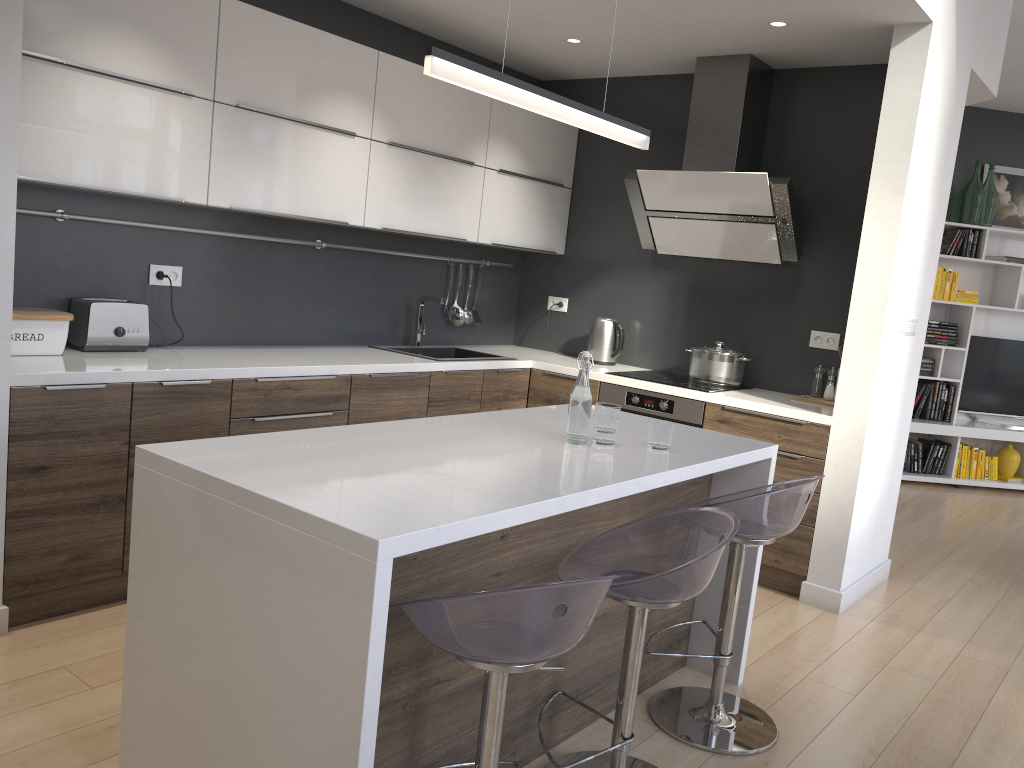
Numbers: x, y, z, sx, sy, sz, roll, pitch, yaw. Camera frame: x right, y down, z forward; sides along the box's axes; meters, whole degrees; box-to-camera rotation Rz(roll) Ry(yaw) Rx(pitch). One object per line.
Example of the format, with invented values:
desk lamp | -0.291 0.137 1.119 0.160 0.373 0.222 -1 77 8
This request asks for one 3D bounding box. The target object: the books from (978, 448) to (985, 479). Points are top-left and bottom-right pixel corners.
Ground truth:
books | 3.760 0.632 7.179 0.056 0.235 0.172 5 8 -9

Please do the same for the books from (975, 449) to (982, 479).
books | 3.709 0.629 7.143 0.043 0.240 0.169 5 8 -9

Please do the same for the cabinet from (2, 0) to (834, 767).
cabinet | -0.449 -0.361 3.074 2.402 2.501 4.694 12 9 37

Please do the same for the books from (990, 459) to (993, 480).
books | 3.834 0.679 7.151 0.049 0.169 0.113 5 8 -9

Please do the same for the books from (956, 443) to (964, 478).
books | 3.548 0.597 7.137 0.048 0.271 0.213 5 7 -8

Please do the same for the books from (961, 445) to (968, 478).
books | 3.582 0.605 7.148 0.066 0.258 0.198 5 7 -8

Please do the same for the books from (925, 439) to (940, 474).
books | 3.342 0.582 7.143 0.075 0.254 0.192 5 8 -9

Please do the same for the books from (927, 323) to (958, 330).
books | 3.383 -0.467 7.102 0.284 0.030 0.214 6 7 1

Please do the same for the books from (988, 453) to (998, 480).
books | 3.881 0.667 7.180 0.046 0.193 0.149 5 7 -7

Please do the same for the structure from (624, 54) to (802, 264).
structure | 1.066 -1.158 4.574 0.898 0.998 0.407 12 9 37

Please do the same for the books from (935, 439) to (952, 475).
books | 3.440 0.588 7.155 0.066 0.260 0.197 5 7 -8

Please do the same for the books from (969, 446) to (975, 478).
books | 3.653 0.617 7.144 0.041 0.252 0.180 5 7 -8

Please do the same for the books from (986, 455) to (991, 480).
books | 3.814 0.665 7.159 0.046 0.187 0.134 5 8 -8

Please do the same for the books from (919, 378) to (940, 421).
books | 3.349 0.123 7.167 0.034 0.314 0.237 5 7 -8

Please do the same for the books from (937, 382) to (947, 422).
books | 3.410 0.129 7.178 0.034 0.315 0.239 5 7 -8

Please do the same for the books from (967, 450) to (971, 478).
books | 3.631 0.628 7.138 0.042 0.230 0.156 5 8 -9

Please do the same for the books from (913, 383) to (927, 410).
books | 3.199 0.123 7.160 0.142 0.284 0.232 5 7 -8

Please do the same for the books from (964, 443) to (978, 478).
books | 3.677 0.618 7.158 0.055 0.252 0.185 5 8 -9

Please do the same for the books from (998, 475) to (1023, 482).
books | 4.011 0.754 7.251 0.204 0.029 0.270 3 8 -23

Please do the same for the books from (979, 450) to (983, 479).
books | 3.730 0.631 7.166 0.043 0.235 0.171 5 8 -9

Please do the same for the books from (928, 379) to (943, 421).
books | 3.381 0.120 7.174 0.026 0.326 0.237 5 7 -8

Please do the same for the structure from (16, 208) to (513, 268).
structure | -0.927 -0.678 4.315 0.050 0.045 3.000 12 9 37

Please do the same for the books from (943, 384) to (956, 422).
books | 3.482 0.144 7.184 0.051 0.297 0.230 5 7 -8

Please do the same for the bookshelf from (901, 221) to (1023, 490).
bookshelf | 4.253 -0.152 7.161 3.000 2.052 0.455 5 7 -8

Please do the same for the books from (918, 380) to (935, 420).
books | 3.317 0.129 7.159 0.028 0.301 0.213 5 7 -8

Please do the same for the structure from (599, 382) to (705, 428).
structure | 0.818 0.320 4.665 0.587 0.588 0.584 12 9 37

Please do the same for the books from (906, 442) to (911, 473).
books | 3.127 0.571 7.090 0.050 0.242 0.169 5 8 -8

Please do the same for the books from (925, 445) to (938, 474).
books | 3.320 0.591 7.116 0.069 0.242 0.172 5 7 -7

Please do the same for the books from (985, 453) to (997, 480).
books | 3.858 0.666 7.168 0.067 0.193 0.148 5 7 -7

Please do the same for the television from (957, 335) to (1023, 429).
television | 4.213 0.003 7.290 1.102 0.704 0.207 5 7 -8

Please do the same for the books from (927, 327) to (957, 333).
books | 3.377 -0.439 7.085 0.264 0.020 0.189 6 7 -4

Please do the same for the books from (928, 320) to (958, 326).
books | 3.390 -0.490 7.071 0.246 0.026 0.180 6 7 0

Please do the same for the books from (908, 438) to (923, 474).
books | 3.219 0.575 7.109 0.083 0.249 0.191 5 7 -8

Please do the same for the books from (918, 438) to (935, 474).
books | 3.297 0.575 7.139 0.066 0.260 0.197 5 7 -8

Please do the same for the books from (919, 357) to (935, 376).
books | 3.160 -0.159 7.121 0.343 0.137 0.277 5 7 -8

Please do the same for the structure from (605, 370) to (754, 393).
structure | 0.883 -0.019 4.657 0.600 0.006 0.550 12 9 37

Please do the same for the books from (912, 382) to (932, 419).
books | 3.252 0.127 7.149 0.100 0.289 0.210 5 8 -9

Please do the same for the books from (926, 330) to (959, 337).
books | 3.376 -0.414 7.085 0.284 0.030 0.214 6 7 1

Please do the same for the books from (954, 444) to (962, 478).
books | 3.512 0.596 7.111 0.029 0.270 0.204 5 7 -8

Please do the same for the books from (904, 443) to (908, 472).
books | 3.104 0.572 7.095 0.049 0.236 0.170 5 7 -7

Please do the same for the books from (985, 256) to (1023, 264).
books | 3.985 -0.983 7.081 0.310 0.047 0.250 5 8 -12

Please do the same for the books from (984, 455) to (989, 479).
books | 3.793 0.662 7.164 0.056 0.188 0.138 5 7 -8

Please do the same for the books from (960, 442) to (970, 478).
books | 3.613 0.605 7.151 0.038 0.267 0.202 5 7 -7

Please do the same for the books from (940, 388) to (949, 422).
books | 3.442 0.152 7.179 0.028 0.272 0.200 5 7 -8
